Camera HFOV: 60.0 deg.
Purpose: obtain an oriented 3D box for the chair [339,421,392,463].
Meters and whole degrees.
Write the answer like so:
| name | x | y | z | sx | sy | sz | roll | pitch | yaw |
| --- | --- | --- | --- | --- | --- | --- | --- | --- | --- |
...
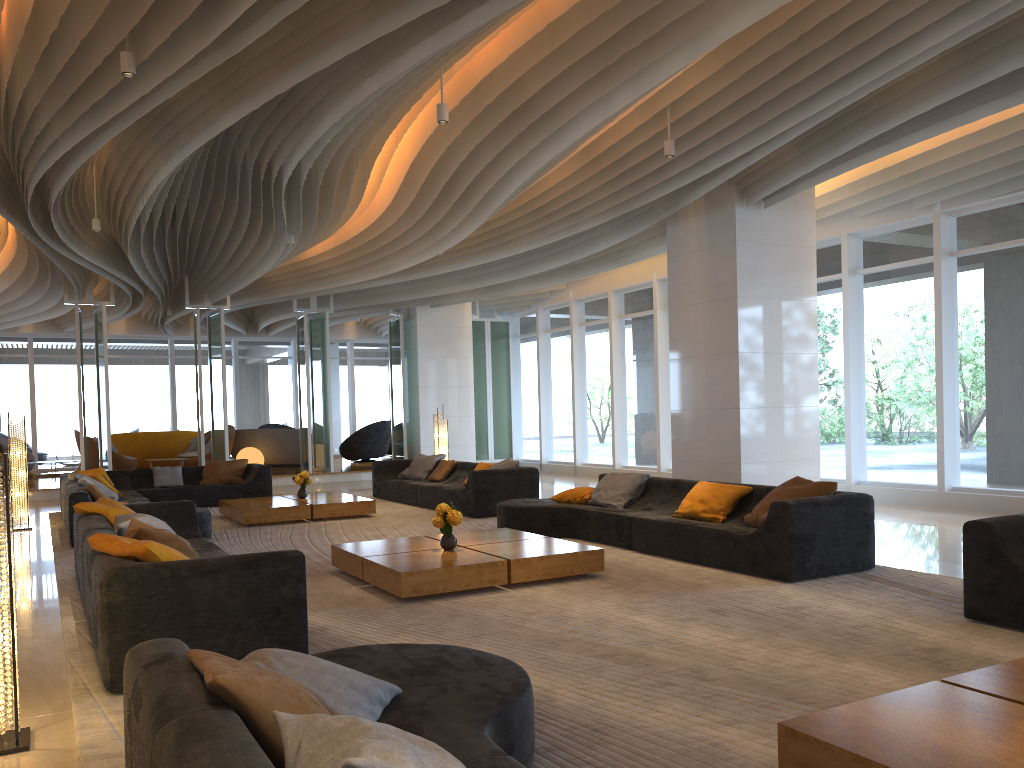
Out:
| name | x | y | z | sx | sy | sz | roll | pitch | yaw |
| --- | --- | --- | --- | --- | --- | --- | --- | --- | --- |
| chair | -3.560 | 1.410 | 21.759 | 1.118 | 1.006 | 1.541 | -2 | -1 | 34 |

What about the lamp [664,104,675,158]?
| name | x | y | z | sx | sy | sz | roll | pitch | yaw |
| --- | --- | --- | --- | --- | --- | --- | --- | --- | --- |
| lamp | 1.381 | -2.773 | 7.866 | 0.090 | 1.507 | 0.087 | -3 | 2 | -38 |

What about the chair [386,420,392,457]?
| name | x | y | z | sx | sy | sz | roll | pitch | yaw |
| --- | --- | --- | --- | --- | --- | --- | --- | --- | --- |
| chair | -3.151 | 1.503 | 24.711 | 1.531 | 1.006 | 1.126 | -1 | -1 | -16 |

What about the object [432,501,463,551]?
| name | x | y | z | sx | sy | sz | roll | pitch | yaw |
| --- | --- | --- | --- | --- | --- | --- | --- | --- | --- |
| object | -0.489 | 1.077 | 6.753 | 0.237 | 0.377 | 0.264 | -2 | 0 | -7 |

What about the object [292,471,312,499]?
| name | x | y | z | sx | sy | sz | roll | pitch | yaw |
| --- | --- | --- | --- | --- | --- | --- | --- | --- | --- |
| object | -2.739 | 1.308 | 11.597 | 0.236 | 0.377 | 0.266 | -2 | 0 | 3 |

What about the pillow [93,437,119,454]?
| name | x | y | z | sx | sy | sz | roll | pitch | yaw |
| --- | --- | --- | --- | --- | --- | --- | --- | --- | --- |
| pillow | -8.173 | 1.275 | 17.833 | 0.610 | 0.455 | 0.480 | -2 | -1 | 43 |

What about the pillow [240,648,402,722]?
| name | x | y | z | sx | sy | sz | roll | pitch | yaw |
| --- | --- | --- | --- | --- | --- | --- | --- | --- | --- |
| pillow | -0.626 | 0.935 | 2.758 | 0.469 | 0.247 | 0.430 | -2 | -1 | 7 |

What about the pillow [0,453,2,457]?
| name | x | y | z | sx | sy | sz | roll | pitch | yaw |
| --- | --- | --- | --- | --- | --- | --- | --- | --- | --- |
| pillow | -11.082 | 1.386 | 18.729 | 0.475 | 0.455 | 0.616 | -1 | -1 | -12 |

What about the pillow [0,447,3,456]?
| name | x | y | z | sx | sy | sz | roll | pitch | yaw |
| --- | --- | --- | --- | --- | --- | --- | --- | --- | --- |
| pillow | -11.252 | 1.385 | 19.092 | 0.371 | 0.422 | 0.607 | -2 | -1 | 5 |

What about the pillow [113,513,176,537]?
| name | x | y | z | sx | sy | sz | roll | pitch | yaw |
| --- | --- | --- | --- | --- | --- | --- | --- | --- | --- |
| pillow | -2.541 | 1.093 | 6.154 | 0.426 | 0.377 | 0.578 | -1 | -1 | -26 |

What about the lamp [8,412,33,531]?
| name | x | y | z | sx | sy | sz | roll | pitch | yaw |
| --- | --- | --- | --- | --- | --- | --- | --- | --- | --- |
| lamp | -6.079 | 1.069 | 10.926 | 0.253 | 1.452 | 0.246 | -2 | 1 | -29 |

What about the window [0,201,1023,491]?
| name | x | y | z | sx | sy | sz | roll | pitch | yaw |
| --- | --- | --- | --- | --- | --- | --- | --- | --- | --- |
| window | 2.219 | -0.277 | 11.018 | 53.734 | 3.222 | 22.443 | -3 | -2 | 26 |

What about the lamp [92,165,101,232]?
| name | x | y | z | sx | sy | sz | roll | pitch | yaw |
| --- | --- | --- | --- | --- | --- | --- | --- | --- | --- |
| lamp | -4.827 | -2.520 | 10.242 | 0.088 | 1.507 | 0.090 | -1 | 1 | 16 |

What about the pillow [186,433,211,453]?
| name | x | y | z | sx | sy | sz | roll | pitch | yaw |
| --- | --- | --- | --- | --- | --- | --- | --- | --- | --- |
| pillow | -6.991 | 1.315 | 19.877 | 0.613 | 0.455 | 0.477 | -2 | -1 | 23 |

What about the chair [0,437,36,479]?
| name | x | y | z | sx | sy | sz | roll | pitch | yaw |
| --- | --- | --- | --- | --- | --- | --- | --- | --- | --- |
| chair | -11.002 | 1.516 | 19.054 | 1.127 | 1.006 | 1.529 | -2 | -1 | 14 |

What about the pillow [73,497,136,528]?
| name | x | y | z | sx | sy | sz | roll | pitch | yaw |
| --- | --- | --- | --- | --- | --- | --- | --- | --- | --- |
| pillow | -3.026 | 1.074 | 6.898 | 0.549 | 0.378 | 0.636 | -1 | -1 | -7 |

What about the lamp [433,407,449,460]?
| name | x | y | z | sx | sy | sz | roll | pitch | yaw |
| --- | --- | --- | --- | --- | --- | --- | --- | --- | --- |
| lamp | -1.173 | 1.070 | 14.748 | 0.253 | 1.452 | 0.246 | -2 | 1 | -29 |

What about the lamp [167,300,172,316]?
| name | x | y | z | sx | sy | sz | roll | pitch | yaw |
| --- | --- | --- | --- | --- | --- | --- | --- | --- | --- |
| lamp | -7.127 | -2.171 | 18.378 | 0.090 | 1.507 | 0.088 | -2 | 1 | -20 |

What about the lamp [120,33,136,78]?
| name | x | y | z | sx | sy | sz | roll | pitch | yaw |
| --- | --- | --- | --- | --- | --- | --- | --- | --- | --- |
| lamp | -2.494 | -2.744 | 5.700 | 0.090 | 1.507 | 0.087 | -3 | 2 | -38 |

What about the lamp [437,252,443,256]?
| name | x | y | z | sx | sy | sz | roll | pitch | yaw |
| --- | --- | --- | --- | --- | --- | --- | --- | --- | --- |
| lamp | -1.030 | -2.549 | 12.357 | 0.088 | 1.507 | 0.090 | -1 | 1 | 16 |

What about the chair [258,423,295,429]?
| name | x | y | z | sx | sy | sz | roll | pitch | yaw |
| --- | --- | --- | --- | --- | --- | --- | --- | --- | --- |
| chair | -5.677 | 1.485 | 22.272 | 1.117 | 1.006 | 1.543 | -2 | -1 | 44 |

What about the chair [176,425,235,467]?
| name | x | y | z | sx | sy | sz | roll | pitch | yaw |
| --- | --- | --- | --- | --- | --- | --- | --- | --- | --- |
| chair | -6.770 | 1.422 | 19.642 | 1.154 | 1.006 | 1.493 | -1 | -1 | -41 |

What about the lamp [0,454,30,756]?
| name | x | y | z | sx | sy | sz | roll | pitch | yaw |
| --- | --- | --- | --- | --- | --- | --- | --- | --- | --- |
| lamp | -2.048 | 0.822 | 3.458 | 0.253 | 1.199 | 0.246 | -2 | 1 | -29 |

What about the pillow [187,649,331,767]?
| name | x | y | z | sx | sy | sz | roll | pitch | yaw |
| --- | --- | --- | --- | --- | --- | --- | --- | --- | --- |
| pillow | -0.625 | 0.884 | 2.371 | 0.402 | 0.392 | 0.597 | -1 | -1 | -26 |

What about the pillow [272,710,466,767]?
| name | x | y | z | sx | sy | sz | roll | pitch | yaw |
| --- | --- | --- | --- | --- | --- | --- | --- | --- | --- |
| pillow | -0.233 | 0.849 | 1.868 | 0.464 | 0.345 | 0.556 | -1 | -1 | -30 |

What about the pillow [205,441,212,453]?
| name | x | y | z | sx | sy | sz | roll | pitch | yaw |
| --- | --- | --- | --- | --- | --- | --- | --- | --- | --- |
| pillow | -6.508 | 1.314 | 19.408 | 0.470 | 0.409 | 0.497 | -1 | -1 | -26 |

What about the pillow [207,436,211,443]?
| name | x | y | z | sx | sy | sz | roll | pitch | yaw |
| --- | --- | --- | --- | --- | --- | --- | --- | --- | --- |
| pillow | -6.592 | 1.284 | 19.818 | 0.596 | 0.422 | 0.378 | -2 | -1 | 40 |

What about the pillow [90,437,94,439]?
| name | x | y | z | sx | sy | sz | roll | pitch | yaw |
| --- | --- | --- | --- | --- | --- | --- | --- | --- | --- |
| pillow | -8.524 | 1.273 | 18.026 | 0.377 | 0.422 | 0.597 | -1 | -1 | -30 |

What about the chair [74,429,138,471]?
| name | x | y | z | sx | sy | sz | roll | pitch | yaw |
| --- | --- | --- | --- | --- | --- | --- | --- | --- | --- |
| chair | -8.290 | 1.410 | 18.137 | 1.149 | 1.006 | 1.501 | -1 | -1 | -21 |

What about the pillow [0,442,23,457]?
| name | x | y | z | sx | sy | sz | roll | pitch | yaw |
| --- | --- | --- | --- | --- | --- | --- | --- | --- | --- |
| pillow | -10.959 | 1.434 | 19.408 | 0.457 | 0.409 | 0.511 | -2 | -1 | 29 |

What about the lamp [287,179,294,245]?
| name | x | y | z | sx | sy | sz | roll | pitch | yaw |
| --- | --- | --- | --- | --- | --- | --- | --- | --- | --- |
| lamp | -2.854 | -2.535 | 11.340 | 0.088 | 1.507 | 0.090 | -1 | 1 | 16 |

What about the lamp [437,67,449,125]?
| name | x | y | z | sx | sy | sz | roll | pitch | yaw |
| --- | --- | --- | --- | --- | --- | --- | --- | --- | --- |
| lamp | -0.552 | -2.758 | 6.791 | 0.088 | 1.507 | 0.090 | -1 | 2 | 34 |
